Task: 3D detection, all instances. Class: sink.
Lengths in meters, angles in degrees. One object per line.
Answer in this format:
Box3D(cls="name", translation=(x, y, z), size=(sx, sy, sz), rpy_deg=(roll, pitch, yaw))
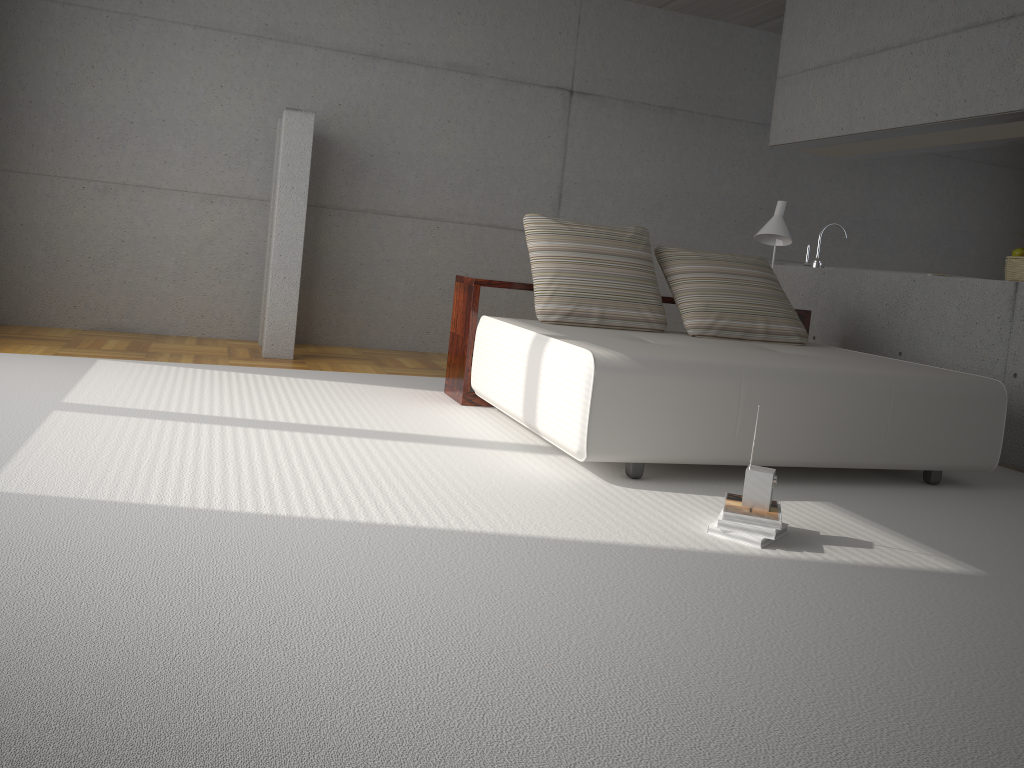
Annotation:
Box3D(cls="sink", translation=(2.683, -0.883, 6.449), size=(0.765, 0.536, 1.718), rpy_deg=(4, 8, -19))

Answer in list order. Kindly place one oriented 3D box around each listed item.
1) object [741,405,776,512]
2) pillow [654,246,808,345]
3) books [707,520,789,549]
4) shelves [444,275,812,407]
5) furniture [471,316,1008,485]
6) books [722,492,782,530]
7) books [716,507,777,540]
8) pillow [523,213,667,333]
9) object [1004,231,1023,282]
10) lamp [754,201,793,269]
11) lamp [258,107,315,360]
Box3D(cls="object", translation=(0.837, 0.243, 2.968), size=(0.090, 0.364, 0.186), rpy_deg=(8, 5, 21))
Box3D(cls="pillow", translation=(1.299, -0.526, 5.259), size=(0.805, 0.514, 0.583), rpy_deg=(4, 7, -18))
Box3D(cls="books", translation=(0.809, 0.496, 3.026), size=(0.190, 0.032, 0.265), rpy_deg=(12, 10, 35))
Box3D(cls="shelves", translation=(0.751, -0.208, 5.484), size=(2.246, 0.712, 0.403), rpy_deg=(3, 5, -19))
Box3D(cls="furniture", translation=(1.042, 0.056, 4.547), size=(2.164, 0.519, 1.627), rpy_deg=(3, 8, -19))
Box3D(cls="books", translation=(0.822, 0.432, 3.026), size=(0.189, 0.032, 0.266), rpy_deg=(8, 8, 15))
Box3D(cls="books", translation=(0.813, 0.464, 3.024), size=(0.190, 0.032, 0.266), rpy_deg=(9, 9, 20))
Box3D(cls="pillow", translation=(0.481, -0.629, 5.028), size=(0.799, 0.606, 0.494), rpy_deg=(4, 6, -20))
Box3D(cls="object", translation=(3.103, -0.801, 5.187), size=(0.368, 0.439, 0.336), rpy_deg=(2, 6, -33))
Box3D(cls="lamp", translation=(1.724, -0.860, 5.780), size=(0.323, 0.696, 0.246), rpy_deg=(3, 5, -38))
Box3D(cls="lamp", translation=(-1.630, -1.072, 6.346), size=(0.200, 1.682, 0.804), rpy_deg=(5, 5, -19))
